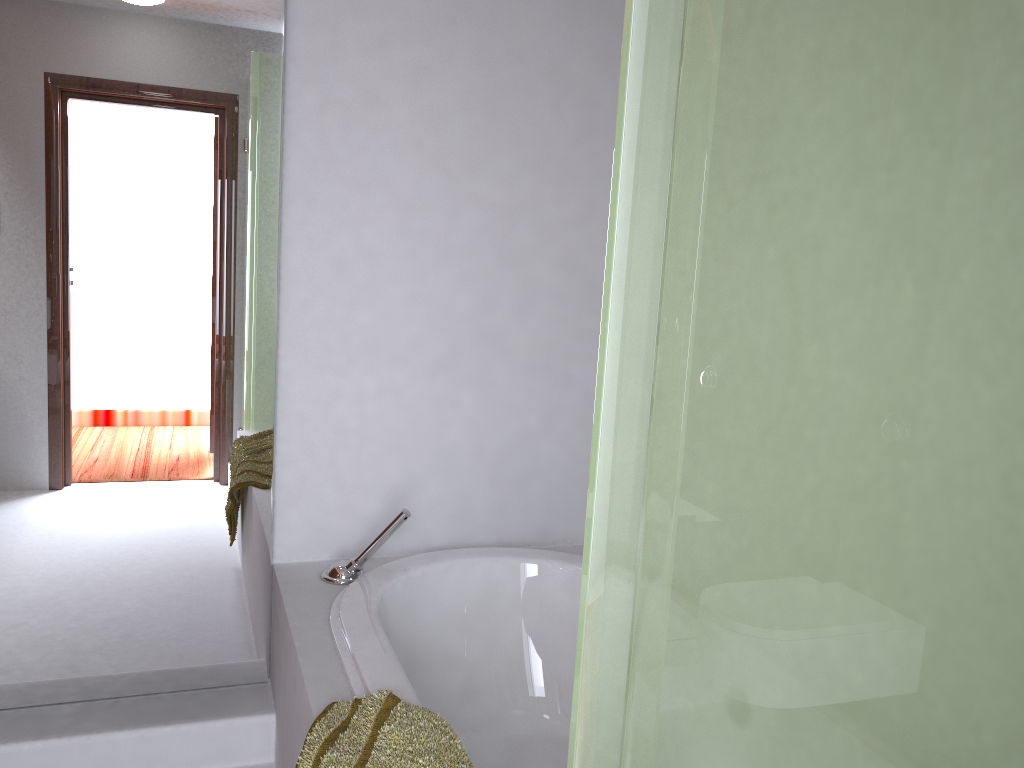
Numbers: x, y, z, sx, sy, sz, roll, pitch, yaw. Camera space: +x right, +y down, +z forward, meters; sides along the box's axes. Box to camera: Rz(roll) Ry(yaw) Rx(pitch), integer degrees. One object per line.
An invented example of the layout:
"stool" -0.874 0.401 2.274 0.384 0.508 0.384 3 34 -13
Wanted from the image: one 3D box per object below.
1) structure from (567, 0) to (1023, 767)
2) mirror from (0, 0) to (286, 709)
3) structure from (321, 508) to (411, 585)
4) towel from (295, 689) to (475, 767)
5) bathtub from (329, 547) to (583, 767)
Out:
"structure" 0.646 0.232 0.436 1.015 2.079 0.765 1 9 -20
"mirror" -1.251 -0.299 1.954 1.433 2.183 0.019 1 9 -20
"structure" -0.363 0.416 2.238 0.239 0.257 0.112 5 8 11
"towel" -0.114 0.813 1.263 0.349 0.452 0.890 0 9 -26
"bathtub" 0.152 0.787 1.708 0.881 0.424 1.683 1 9 -20
